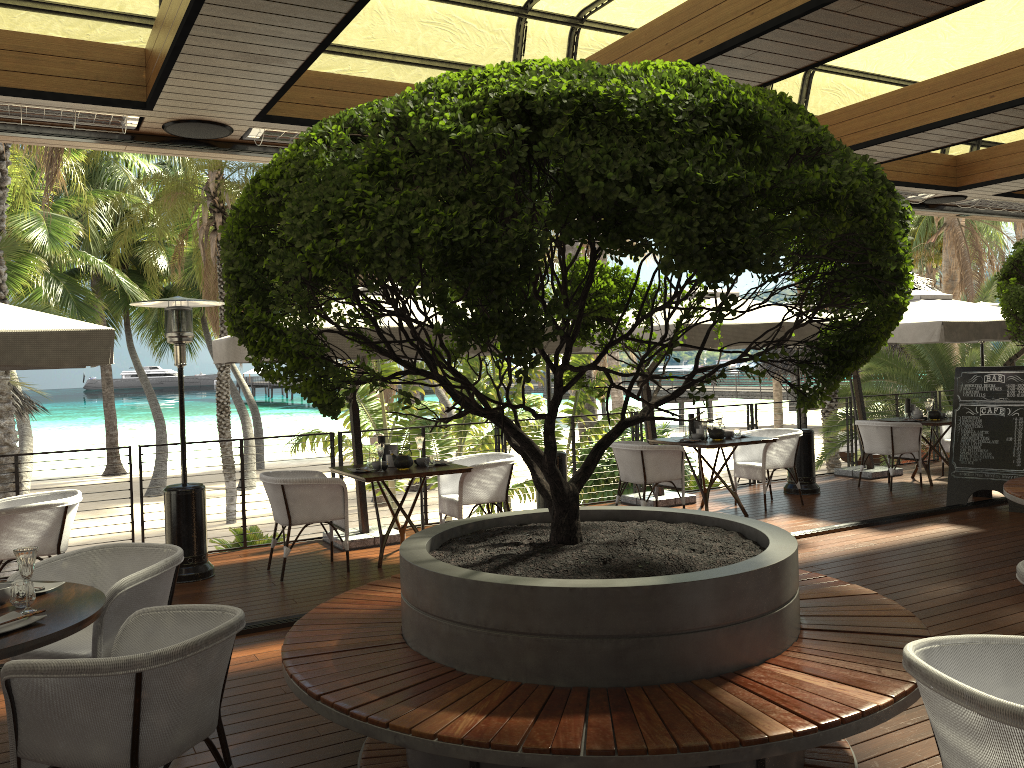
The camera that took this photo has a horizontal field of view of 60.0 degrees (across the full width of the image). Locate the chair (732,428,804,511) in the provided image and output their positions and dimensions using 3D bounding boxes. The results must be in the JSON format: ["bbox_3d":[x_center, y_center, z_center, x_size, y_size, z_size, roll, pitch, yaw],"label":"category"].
[{"bbox_3d":[2.718,0.883,9.350,0.617,0.788,0.627,-2,1,-28],"label":"chair"}]

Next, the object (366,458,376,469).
[{"bbox_3d":[-1.162,0.659,7.354,0.086,0.086,0.086,-2,1,-24],"label":"object"}]

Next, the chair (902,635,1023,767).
[{"bbox_3d":[1.365,1.099,2.243,0.617,0.788,0.627,-2,1,-8],"label":"chair"}]

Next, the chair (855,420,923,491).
[{"bbox_3d":[4.350,0.807,10.276,0.617,0.788,0.627,-2,1,-28],"label":"chair"}]

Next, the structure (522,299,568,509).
[{"bbox_3d":[0.360,0.275,8.520,0.699,2.192,0.699,-2,1,-41],"label":"structure"}]

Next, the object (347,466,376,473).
[{"bbox_3d":[-1.204,0.696,7.150,0.170,0.025,0.294,-3,2,-29],"label":"object"}]

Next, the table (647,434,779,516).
[{"bbox_3d":[2.039,0.931,9.010,0.932,0.749,0.931,-2,1,-29],"label":"table"}]

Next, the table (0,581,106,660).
[{"bbox_3d":[-2.052,1.208,3.112,1.166,0.749,1.166,-2,1,-23],"label":"table"}]

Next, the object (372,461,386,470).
[{"bbox_3d":[-1.091,0.669,7.267,0.116,0.065,0.116,-3,1,-30],"label":"object"}]

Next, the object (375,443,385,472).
[{"bbox_3d":[-1.052,0.588,7.101,0.082,0.227,0.082,-2,0,-28],"label":"object"}]

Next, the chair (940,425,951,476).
[{"bbox_3d":[5.722,0.744,11.004,0.617,0.788,0.627,-2,1,-28],"label":"chair"}]

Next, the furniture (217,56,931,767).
[{"bbox_3d":[0.254,0.155,3.663,2.695,2.722,2.615,-3,1,-38],"label":"furniture"}]

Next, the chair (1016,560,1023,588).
[{"bbox_3d":[2.167,1.052,3.107,0.627,0.788,0.617,-2,1,-8],"label":"chair"}]

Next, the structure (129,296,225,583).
[{"bbox_3d":[-2.565,0.409,6.910,0.699,2.192,0.699,-2,1,-41],"label":"structure"}]

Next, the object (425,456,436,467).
[{"bbox_3d":[-0.677,0.643,7.338,0.086,0.086,0.086,-2,1,-24],"label":"object"}]

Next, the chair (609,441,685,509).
[{"bbox_3d":[1.295,0.947,8.595,0.617,0.788,0.627,-2,1,-28],"label":"chair"}]

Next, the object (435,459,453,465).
[{"bbox_3d":[-0.629,0.667,7.545,0.170,0.025,0.294,-3,2,-29],"label":"object"}]

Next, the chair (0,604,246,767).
[{"bbox_3d":[-1.201,1.168,2.866,0.616,0.788,0.627,-2,1,17],"label":"chair"}]

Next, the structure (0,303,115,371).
[{"bbox_3d":[-3.979,0.419,5.797,2.414,2.332,2.413,-2,1,-29],"label":"structure"}]

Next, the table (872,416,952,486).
[{"bbox_3d":[5.005,0.795,10.642,0.932,0.749,0.931,-2,1,-29],"label":"table"}]

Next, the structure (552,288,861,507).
[{"bbox_3d":[1.934,0.146,9.052,2.414,2.332,2.413,-2,1,-29],"label":"structure"}]

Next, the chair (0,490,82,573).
[{"bbox_3d":[-3.265,1.158,6.056,0.617,0.788,0.627,-2,1,-28],"label":"chair"}]

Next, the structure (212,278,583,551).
[{"bbox_3d":[-1.023,0.282,7.424,2.414,2.332,2.413,-2,1,-29],"label":"structure"}]

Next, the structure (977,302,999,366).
[{"bbox_3d":[6.251,0.003,11.764,0.699,2.192,0.699,-2,1,-41],"label":"structure"}]

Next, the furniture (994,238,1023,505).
[{"bbox_3d":[4.826,-0.053,6.100,2.568,2.722,2.720,-1,1,26],"label":"furniture"}]

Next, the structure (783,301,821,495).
[{"bbox_3d":[3.276,0.140,10.126,0.699,2.192,0.699,-2,1,-41],"label":"structure"}]

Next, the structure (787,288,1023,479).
[{"bbox_3d":[4.891,0.010,10.680,2.414,2.332,2.413,-2,1,-29],"label":"structure"}]

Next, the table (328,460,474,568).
[{"bbox_3d":[-0.926,1.068,7.378,0.932,0.749,0.931,-2,1,-29],"label":"table"}]

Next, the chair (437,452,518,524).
[{"bbox_3d":[-0.274,1.020,7.703,0.617,0.788,0.627,-2,1,-28],"label":"chair"}]

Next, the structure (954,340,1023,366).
[{"bbox_3d":[7.848,-0.127,12.307,2.414,2.332,2.413,-2,1,-29],"label":"structure"}]

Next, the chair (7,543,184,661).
[{"bbox_3d":[-1.811,1.162,3.953,0.627,0.788,0.617,-2,1,17],"label":"chair"}]

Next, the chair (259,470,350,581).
[{"bbox_3d":[-1.645,1.083,6.976,0.617,0.788,0.627,-2,1,-28],"label":"chair"}]

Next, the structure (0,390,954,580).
[{"bbox_3d":[-2.388,1.063,7.927,26.275,1.153,0.163,-3,1,-29],"label":"structure"}]
